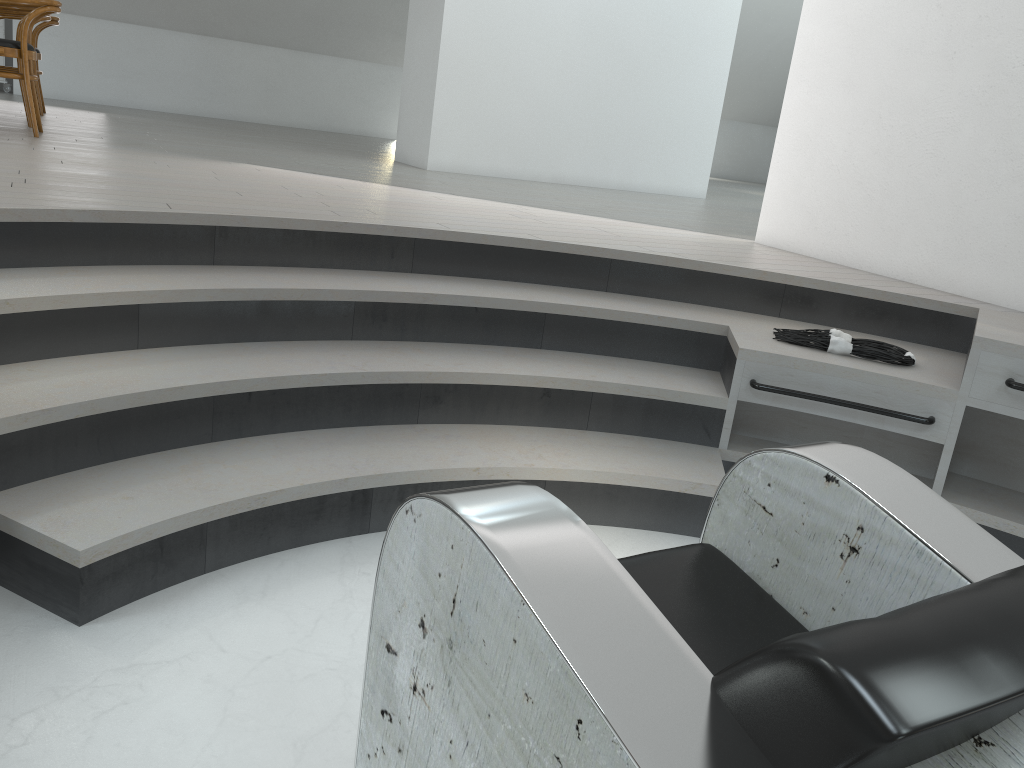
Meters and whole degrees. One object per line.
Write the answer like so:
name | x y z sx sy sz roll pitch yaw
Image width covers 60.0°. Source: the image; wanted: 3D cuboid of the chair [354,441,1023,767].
chair | 0.321 0.477 1.240 0.823 0.714 0.746 -3 19 -33

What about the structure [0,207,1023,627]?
structure | 0.333 0.448 1.363 4.716 0.688 4.738 12 17 15

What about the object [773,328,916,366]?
object | 1.129 -0.132 3.030 0.474 0.081 0.219 15 18 22

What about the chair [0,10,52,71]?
chair | -3.498 -2.212 6.065 0.622 0.729 0.531 -2 18 -33

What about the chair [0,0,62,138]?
chair | -2.811 -1.759 4.851 0.621 0.729 0.531 0 17 -25

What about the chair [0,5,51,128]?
chair | -3.179 -1.985 5.444 0.621 0.729 0.531 -1 18 -28

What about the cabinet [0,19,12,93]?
cabinet | -6.071 -3.803 9.490 1.242 1.145 0.614 -1 17 -28

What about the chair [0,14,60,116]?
chair | -3.768 -2.439 6.706 0.621 0.729 0.531 0 17 -26
